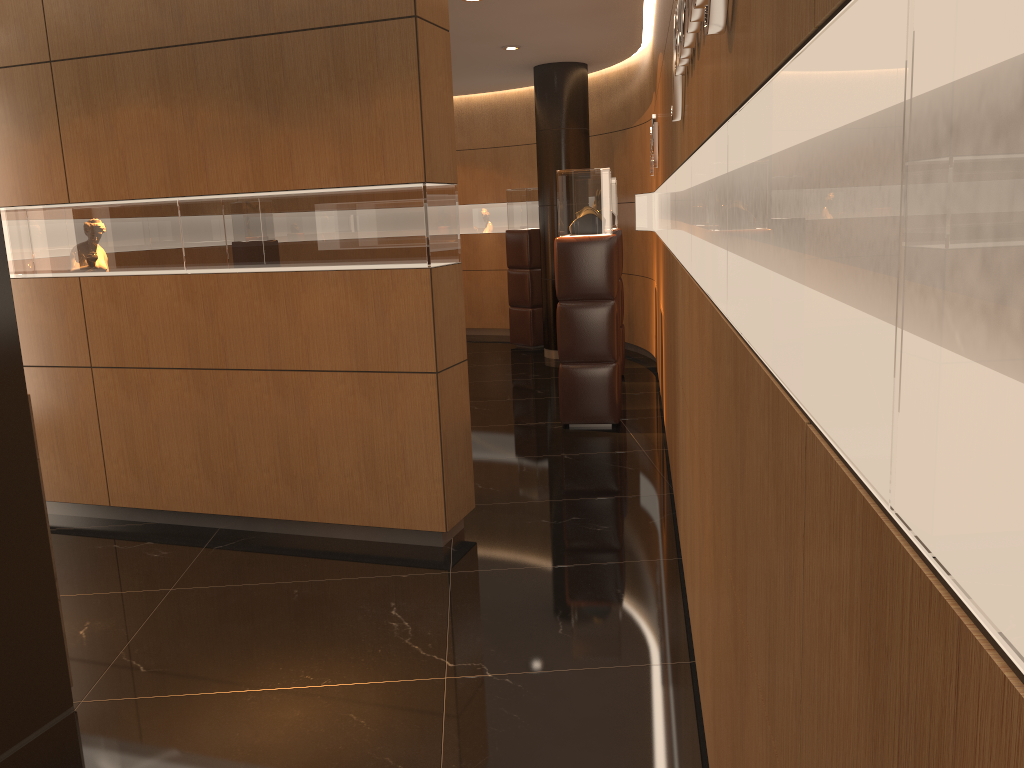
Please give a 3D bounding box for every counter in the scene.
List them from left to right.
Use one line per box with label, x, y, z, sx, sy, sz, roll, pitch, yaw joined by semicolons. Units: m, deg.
counter;-2.410;0.597;3.216;1.500;1.100;0.400;1;11;19

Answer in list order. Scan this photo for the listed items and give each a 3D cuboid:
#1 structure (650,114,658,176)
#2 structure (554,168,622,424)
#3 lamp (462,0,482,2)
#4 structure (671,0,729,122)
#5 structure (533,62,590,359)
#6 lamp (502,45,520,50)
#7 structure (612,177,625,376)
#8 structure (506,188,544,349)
structure;1.234;-2.076;7.722;0.034;0.442;2.050;-1;11;8
structure;0.605;-0.688;7.038;0.498;1.968;0.484;-1;11;8
lamp;-0.297;-2.939;6.691;0.176;0.068;0.176;-2;11;3
structure;0.478;-1.022;2.363;0.034;0.442;2.050;-1;11;8
structure;0.618;-2.031;10.343;0.613;3.430;0.613;0;11;12
lamp;-0.008;-3.344;8.746;0.176;0.068;0.176;-2;11;3
structure;0.890;-1.071;9.066;0.498;2.000;0.484;-1;11;8
structure;0.249;-1.476;11.337;0.484;2.000;0.498;-11;13;-37
